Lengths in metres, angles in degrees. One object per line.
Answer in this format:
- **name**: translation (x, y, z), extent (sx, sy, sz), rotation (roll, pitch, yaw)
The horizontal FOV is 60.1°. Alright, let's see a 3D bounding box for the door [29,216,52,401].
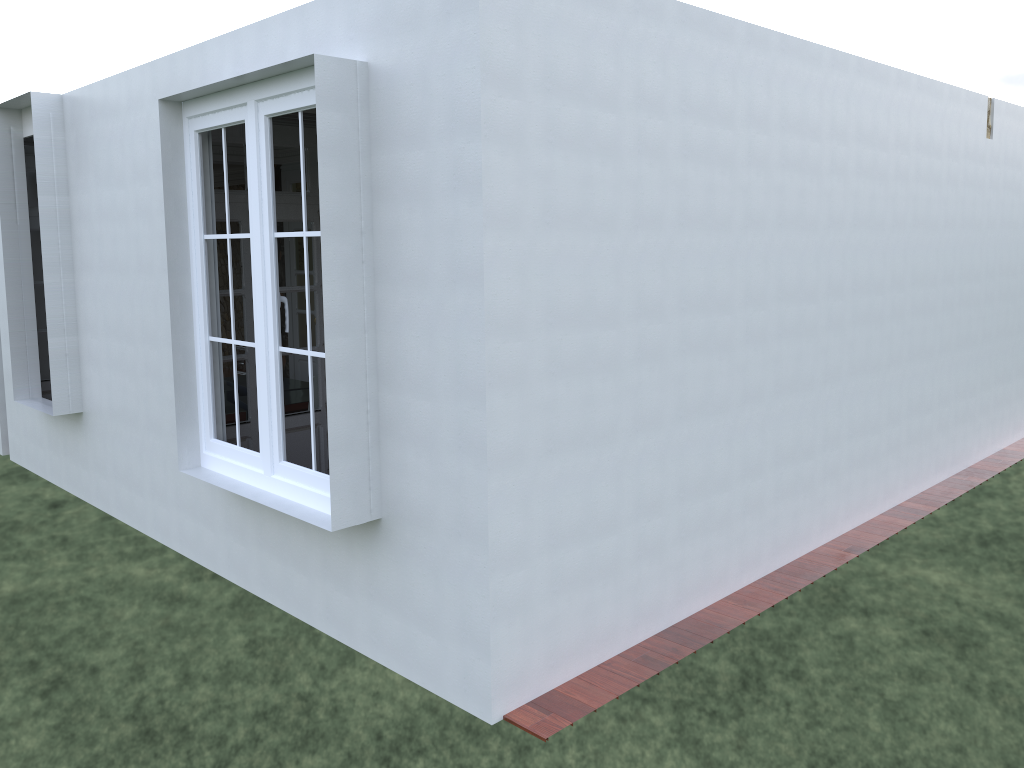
- **door**: translation (-3.903, -0.446, 8.176), extent (1.164, 2.168, 0.041), rotation (-7, 9, -44)

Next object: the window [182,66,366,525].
- **window**: translation (-1.183, -0.452, 4.345), extent (0.128, 1.973, 1.532), rotation (-7, 9, -44)

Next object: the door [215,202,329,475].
- **door**: translation (-1.719, -0.121, 5.969), extent (1.164, 2.168, 0.041), rotation (-7, 9, -44)
